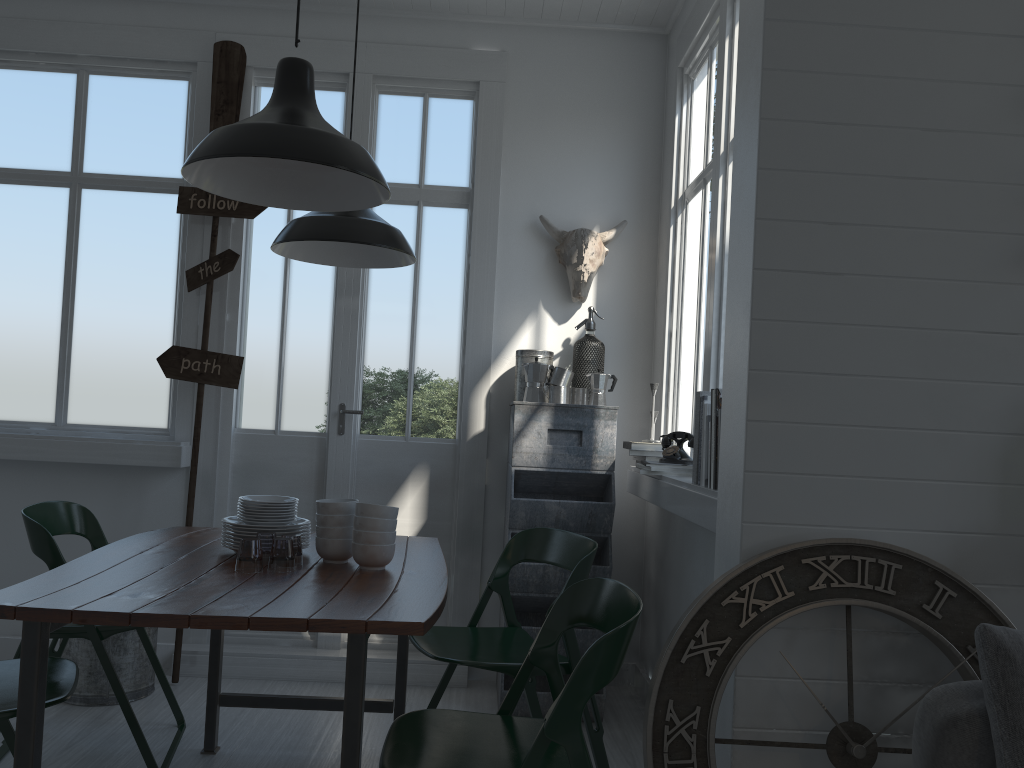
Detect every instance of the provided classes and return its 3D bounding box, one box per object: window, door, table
[{"bbox_3d":[-2.430,-0.788,4.805,1.482,2.397,0.254,3,-1,-2],"label":"window"},{"bbox_3d":[0.818,-0.669,3.723,0.254,2.397,1.873,3,-2,-2],"label":"window"},{"bbox_3d":[-0.915,-0.159,4.841,1.610,3.479,0.254,3,-1,-2],"label":"door"},{"bbox_3d":[-0.820,1.038,2.912,1.171,0.929,1.696,3,-2,-5],"label":"table"}]

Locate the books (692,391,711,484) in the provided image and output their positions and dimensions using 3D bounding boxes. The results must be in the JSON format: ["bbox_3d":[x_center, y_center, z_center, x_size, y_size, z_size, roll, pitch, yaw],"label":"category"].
[{"bbox_3d":[0.784,0.208,3.314,0.194,0.351,0.065,3,-1,-2],"label":"books"}]

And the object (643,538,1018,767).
[{"bbox_3d":[0.953,1.001,2.377,1.112,1.137,0.585,4,-2,-17],"label":"object"}]

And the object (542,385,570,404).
[{"bbox_3d":[0.232,0.059,4.547,0.129,0.096,0.108,2,-2,28],"label":"object"}]

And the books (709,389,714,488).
[{"bbox_3d":[0.792,0.198,3.113,0.194,0.354,0.049,3,-1,-2],"label":"books"}]

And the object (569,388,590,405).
[{"bbox_3d":[0.356,0.068,4.624,0.108,0.096,0.129,5,-3,-42],"label":"object"}]

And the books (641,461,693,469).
[{"bbox_3d":[0.710,0.361,3.956,0.250,0.014,0.311,3,-3,4],"label":"books"}]

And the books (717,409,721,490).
[{"bbox_3d":[0.785,0.230,3.025,0.166,0.283,0.061,3,-2,-2],"label":"books"}]

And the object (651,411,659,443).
[{"bbox_3d":[0.723,0.285,4.544,0.095,0.288,0.095,2,-2,16],"label":"object"}]

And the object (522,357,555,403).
[{"bbox_3d":[0.138,-0.016,4.601,0.205,0.249,0.130,3,-2,-11],"label":"object"}]

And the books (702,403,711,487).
[{"bbox_3d":[0.791,0.227,3.197,0.194,0.305,0.040,3,-1,-2],"label":"books"}]

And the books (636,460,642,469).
[{"bbox_3d":[0.740,0.399,4.293,0.236,0.040,0.320,3,-2,0],"label":"books"}]

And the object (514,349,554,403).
[{"bbox_3d":[0.116,-0.033,4.780,0.205,0.290,0.205,3,-2,0],"label":"object"}]

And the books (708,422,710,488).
[{"bbox_3d":[0.756,0.254,3.125,0.122,0.240,0.054,3,-2,-2],"label":"books"}]

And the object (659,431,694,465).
[{"bbox_3d":[0.748,0.285,3.987,0.171,0.146,0.203,3,-2,2],"label":"object"}]

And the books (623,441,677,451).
[{"bbox_3d":[0.675,0.304,4.304,0.236,0.035,0.297,3,-2,0],"label":"books"}]

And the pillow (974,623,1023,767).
[{"bbox_3d":[1.412,0.841,2.018,0.639,0.521,0.279,3,-2,-3],"label":"pillow"}]

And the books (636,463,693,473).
[{"bbox_3d":[0.701,0.376,3.959,0.232,0.017,0.307,3,-3,-4],"label":"books"}]

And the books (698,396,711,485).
[{"bbox_3d":[0.783,0.214,3.251,0.187,0.333,0.060,3,-1,-2],"label":"books"}]

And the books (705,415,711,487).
[{"bbox_3d":[0.759,0.245,3.157,0.137,0.262,0.056,3,-2,-2],"label":"books"}]

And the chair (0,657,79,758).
[{"bbox_3d":[-1.643,0.956,2.516,0.730,1.006,0.651,4,-2,-22],"label":"chair"}]

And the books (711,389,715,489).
[{"bbox_3d":[0.796,0.198,3.089,0.194,0.352,0.070,3,-2,-2],"label":"books"}]

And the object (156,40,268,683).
[{"bbox_3d":[-1.611,-0.184,4.689,0.413,3.419,0.362,2,-2,31],"label":"object"}]

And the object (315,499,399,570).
[{"bbox_3d":[-0.521,0.493,2.945,0.309,0.216,0.150,2,-2,31],"label":"object"}]

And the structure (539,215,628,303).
[{"bbox_3d":[0.383,-0.687,4.859,0.491,0.470,0.189,3,-2,1],"label":"structure"}]

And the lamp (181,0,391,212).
[{"bbox_3d":[-0.677,-1.378,2.861,0.650,1.498,0.650,3,-2,-5],"label":"lamp"}]

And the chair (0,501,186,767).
[{"bbox_3d":[-1.684,1.001,3.590,0.730,1.006,0.651,3,-2,-12],"label":"chair"}]

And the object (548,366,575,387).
[{"bbox_3d":[0.257,-0.031,4.546,0.129,0.126,0.108,3,-2,-10],"label":"object"}]

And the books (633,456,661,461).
[{"bbox_3d":[0.733,0.365,4.304,0.236,0.028,0.299,3,-2,-4],"label":"books"}]

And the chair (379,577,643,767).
[{"bbox_3d":[0.028,1.031,2.283,0.730,1.006,0.651,3,-2,-2],"label":"chair"}]

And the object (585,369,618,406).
[{"bbox_3d":[0.451,0.021,4.538,0.162,0.196,0.102,5,-2,-43],"label":"object"}]

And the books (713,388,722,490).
[{"bbox_3d":[0.799,0.196,3.059,0.204,0.354,0.063,3,-1,-2],"label":"books"}]

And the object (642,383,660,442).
[{"bbox_3d":[0.698,0.142,4.394,0.095,0.288,0.095,2,-2,16],"label":"object"}]

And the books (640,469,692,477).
[{"bbox_3d":[0.699,0.393,3.953,0.231,0.017,0.313,2,-3,13],"label":"books"}]

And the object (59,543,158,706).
[{"bbox_3d":[-1.960,1.150,4.340,0.451,0.725,0.450,4,-2,-22],"label":"object"}]

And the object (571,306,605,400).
[{"bbox_3d":[0.416,-0.147,4.811,0.172,0.551,0.172,2,-2,23],"label":"object"}]

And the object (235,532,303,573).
[{"bbox_3d":[-0.762,0.533,2.812,0.172,0.098,0.241,3,-2,2],"label":"object"}]

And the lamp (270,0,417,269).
[{"bbox_3d":[-0.721,-1.329,4.039,0.650,1.498,0.650,1,-2,43],"label":"lamp"}]

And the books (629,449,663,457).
[{"bbox_3d":[0.700,0.335,4.293,0.262,0.028,0.320,3,-3,8],"label":"books"}]

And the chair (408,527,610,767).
[{"bbox_3d":[-0.014,1.077,3.389,0.730,1.006,0.651,4,-2,-22],"label":"chair"}]

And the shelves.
[{"bbox_3d":[0.214,0.863,4.516,0.513,1.514,0.679,3,-2,-2],"label":"shelves"}]

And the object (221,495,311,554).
[{"bbox_3d":[-0.850,0.492,3.073,0.305,0.195,0.300,1,-3,34],"label":"object"}]

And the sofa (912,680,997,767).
[{"bbox_3d":[2.694,1.189,0.650,3.394,0.898,3.409,3,-2,-2],"label":"sofa"}]

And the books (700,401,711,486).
[{"bbox_3d":[0.789,0.222,3.220,0.199,0.314,0.025,3,-1,-2],"label":"books"}]
